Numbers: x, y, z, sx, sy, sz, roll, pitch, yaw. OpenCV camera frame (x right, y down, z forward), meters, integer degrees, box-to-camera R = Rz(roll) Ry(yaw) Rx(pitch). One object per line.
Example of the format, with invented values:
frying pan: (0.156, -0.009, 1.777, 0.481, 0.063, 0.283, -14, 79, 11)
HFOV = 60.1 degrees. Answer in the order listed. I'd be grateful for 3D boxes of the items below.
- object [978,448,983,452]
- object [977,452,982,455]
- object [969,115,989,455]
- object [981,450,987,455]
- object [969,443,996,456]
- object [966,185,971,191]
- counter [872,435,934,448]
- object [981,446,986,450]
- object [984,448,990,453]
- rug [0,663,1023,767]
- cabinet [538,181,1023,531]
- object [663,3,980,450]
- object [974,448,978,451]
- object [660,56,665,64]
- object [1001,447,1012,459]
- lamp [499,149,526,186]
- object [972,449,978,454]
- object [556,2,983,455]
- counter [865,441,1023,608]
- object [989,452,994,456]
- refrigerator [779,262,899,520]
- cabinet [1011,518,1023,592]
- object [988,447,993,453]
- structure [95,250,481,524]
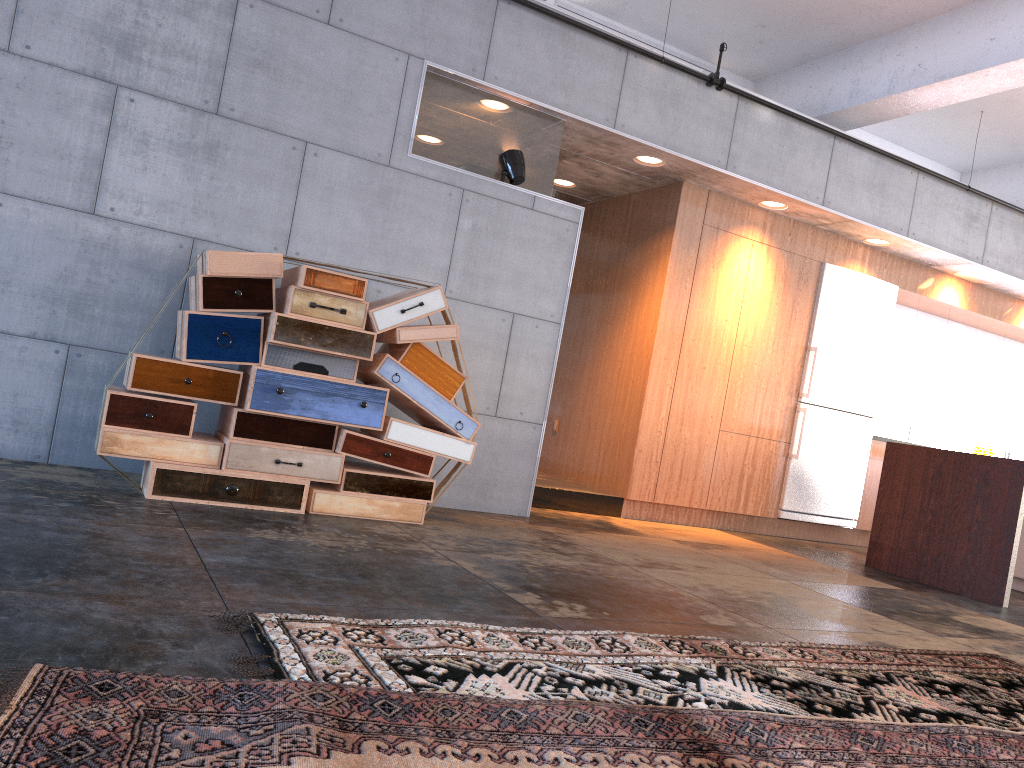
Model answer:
object: (3.092, -0.763, 7.897, 5.765, 2.190, 0.055, 11, -1, -38)
object: (5.077, 0.767, 9.618, 0.051, 0.053, 0.063, 9, -1, 45)
object: (5.159, 0.747, 9.641, 0.063, 0.053, 0.051, 10, -1, 10)
object: (4.560, -0.483, 8.655, 0.052, 2.228, 2.467, 10, -1, 39)
object: (-1.215, 0.097, 8.038, 13.359, 1.214, 0.937, 11, -1, -17)
object: (5.182, 0.756, 9.693, 0.063, 0.053, 0.051, 11, -1, -20)
counter: (4.954, 0.822, 9.973, 4.545, 0.039, 1.577, 11, -1, -28)
object: (1.227, -1.138, 6.889, 10.117, 2.164, 0.057, 11, -1, -34)
object: (2.567, -0.866, 7.579, 7.021, 2.169, 0.052, 11, -1, -36)
rug: (0.679, 0.881, 1.522, 3.572, 0.048, 1.850, 11, -1, -18)
cabinet: (4.204, 0.263, 9.956, 8.261, 2.562, 2.335, 11, -1, -28)
object: (5.072, 0.688, 9.658, 0.050, 0.060, 0.059, 10, -1, 8)
object: (5.099, 0.708, 9.719, 0.051, 0.053, 0.064, 10, -1, 21)
object: (5.205, 0.714, 9.680, 0.054, 0.051, 0.061, 11, -1, -35)
object: (5.664, 0.826, 10.148, 0.147, 0.209, 0.059, 11, -1, -28)
lamp: (0.000, -1.421, 5.860, 0.207, 0.258, 0.175, 9, -1, 44)
object: (5.058, 0.736, 9.676, 0.062, 0.054, 0.052, 11, -1, -36)
object: (2.748, -1.091, 8.338, 6.064, 2.867, 0.057, 11, -1, -27)
counter: (5.963, 1.510, 7.832, 6.782, 0.971, 1.120, 11, -1, -28)
object: (-0.253, -1.350, 8.169, 11.944, 2.210, 0.061, 10, -1, -14)
refrigerator: (2.927, 0.090, 8.010, 0.975, 2.190, 0.215, 11, -1, -30)
cabinet: (6.504, 1.644, 8.114, 5.755, 0.930, 0.905, 11, -1, -28)
object: (5.199, 0.716, 9.627, 0.053, 0.060, 0.057, 10, -1, -4)
structure: (-1.087, 0.001, 4.732, 1.949, 1.315, 0.626, 11, -1, -28)
